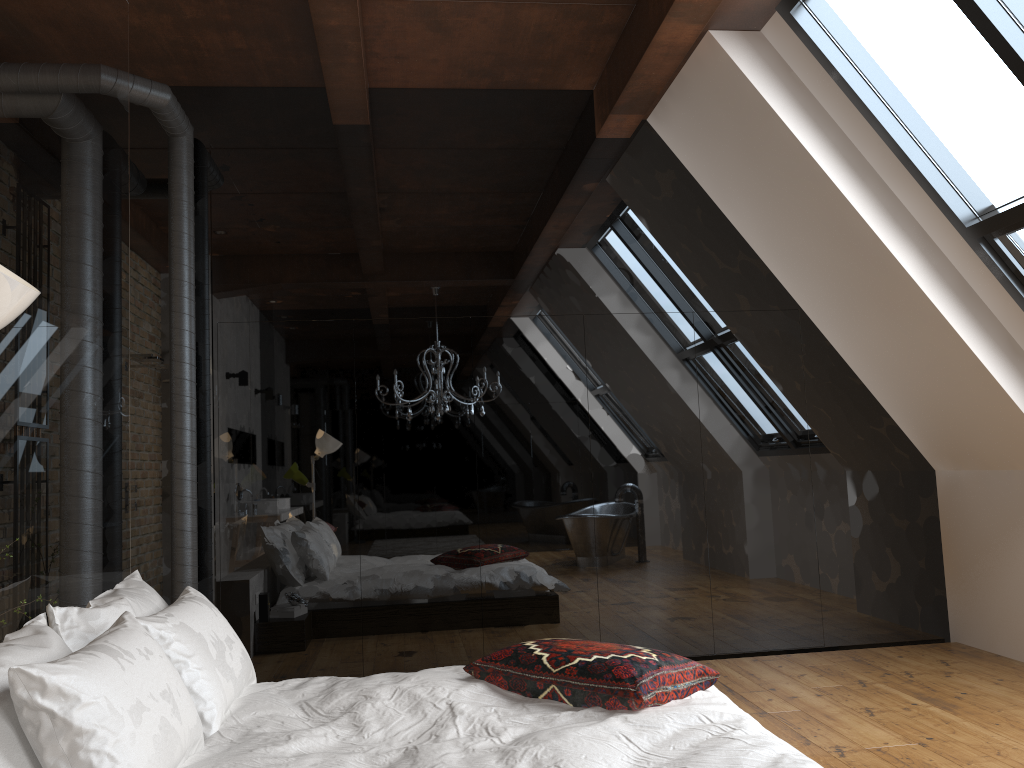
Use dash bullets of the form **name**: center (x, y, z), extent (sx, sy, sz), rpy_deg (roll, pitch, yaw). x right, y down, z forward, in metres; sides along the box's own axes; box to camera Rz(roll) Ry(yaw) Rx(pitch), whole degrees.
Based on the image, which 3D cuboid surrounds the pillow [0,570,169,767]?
- **pillow**: center (-1.155, 0.845, 2.496), extent (0.358, 0.517, 1.746), rpy_deg (-2, -6, -8)

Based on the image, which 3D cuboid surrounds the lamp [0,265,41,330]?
- **lamp**: center (-0.993, 0.498, 1.271), extent (0.561, 1.582, 0.270), rpy_deg (-2, -6, -10)

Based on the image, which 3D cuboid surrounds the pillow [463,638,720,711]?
- **pillow**: center (0.258, 0.947, 2.950), extent (0.748, 0.157, 0.453), rpy_deg (-8, -7, 43)

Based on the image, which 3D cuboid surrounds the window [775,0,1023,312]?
- **window**: center (2.202, -0.884, 3.264), extent (1.702, 2.162, 1.713), rpy_deg (-2, -6, -7)

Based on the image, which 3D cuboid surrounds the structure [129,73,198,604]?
- **structure**: center (-2.222, 0.066, 4.329), extent (1.189, 3.140, 0.829), rpy_deg (-2, -6, -7)

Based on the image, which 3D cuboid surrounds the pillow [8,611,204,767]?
- **pillow**: center (-0.940, 0.792, 2.115), extent (0.276, 0.397, 0.744), rpy_deg (-2, -6, -7)

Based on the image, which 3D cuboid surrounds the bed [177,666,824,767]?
- **bed**: center (-0.214, 1.177, 2.735), extent (2.169, 0.442, 2.300), rpy_deg (-2, -6, -7)

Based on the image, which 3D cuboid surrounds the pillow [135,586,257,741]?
- **pillow**: center (-1.037, 0.895, 2.897), extent (0.291, 0.385, 0.748), rpy_deg (-2, -6, -7)
